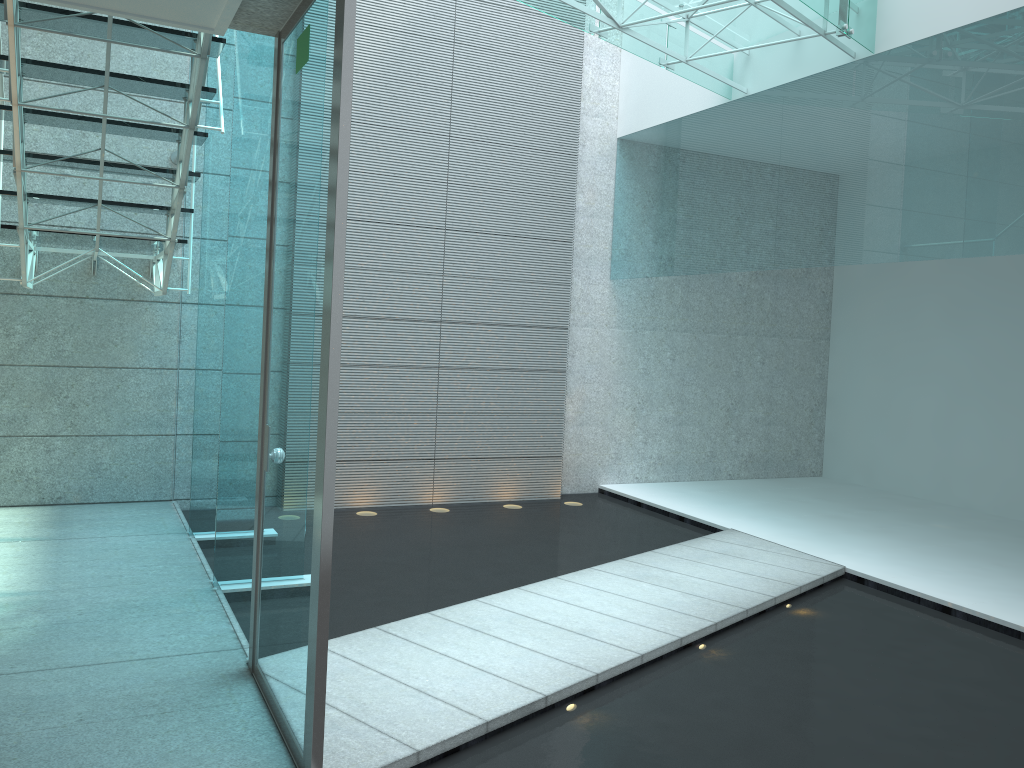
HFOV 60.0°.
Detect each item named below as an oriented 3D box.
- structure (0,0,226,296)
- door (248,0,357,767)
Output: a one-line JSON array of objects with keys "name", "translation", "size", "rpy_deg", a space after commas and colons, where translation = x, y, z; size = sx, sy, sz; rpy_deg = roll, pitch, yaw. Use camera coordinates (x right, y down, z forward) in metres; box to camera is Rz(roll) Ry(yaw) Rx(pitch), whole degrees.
[{"name": "structure", "translation": [-2.086, -2.179, 3.483], "size": [1.909, 6.002, 3.300], "rpy_deg": [2, 2, -26]}, {"name": "door", "translation": [-0.587, -0.074, 2.495], "size": [0.076, 2.063, 0.866], "rpy_deg": [2, 2, -26]}]
